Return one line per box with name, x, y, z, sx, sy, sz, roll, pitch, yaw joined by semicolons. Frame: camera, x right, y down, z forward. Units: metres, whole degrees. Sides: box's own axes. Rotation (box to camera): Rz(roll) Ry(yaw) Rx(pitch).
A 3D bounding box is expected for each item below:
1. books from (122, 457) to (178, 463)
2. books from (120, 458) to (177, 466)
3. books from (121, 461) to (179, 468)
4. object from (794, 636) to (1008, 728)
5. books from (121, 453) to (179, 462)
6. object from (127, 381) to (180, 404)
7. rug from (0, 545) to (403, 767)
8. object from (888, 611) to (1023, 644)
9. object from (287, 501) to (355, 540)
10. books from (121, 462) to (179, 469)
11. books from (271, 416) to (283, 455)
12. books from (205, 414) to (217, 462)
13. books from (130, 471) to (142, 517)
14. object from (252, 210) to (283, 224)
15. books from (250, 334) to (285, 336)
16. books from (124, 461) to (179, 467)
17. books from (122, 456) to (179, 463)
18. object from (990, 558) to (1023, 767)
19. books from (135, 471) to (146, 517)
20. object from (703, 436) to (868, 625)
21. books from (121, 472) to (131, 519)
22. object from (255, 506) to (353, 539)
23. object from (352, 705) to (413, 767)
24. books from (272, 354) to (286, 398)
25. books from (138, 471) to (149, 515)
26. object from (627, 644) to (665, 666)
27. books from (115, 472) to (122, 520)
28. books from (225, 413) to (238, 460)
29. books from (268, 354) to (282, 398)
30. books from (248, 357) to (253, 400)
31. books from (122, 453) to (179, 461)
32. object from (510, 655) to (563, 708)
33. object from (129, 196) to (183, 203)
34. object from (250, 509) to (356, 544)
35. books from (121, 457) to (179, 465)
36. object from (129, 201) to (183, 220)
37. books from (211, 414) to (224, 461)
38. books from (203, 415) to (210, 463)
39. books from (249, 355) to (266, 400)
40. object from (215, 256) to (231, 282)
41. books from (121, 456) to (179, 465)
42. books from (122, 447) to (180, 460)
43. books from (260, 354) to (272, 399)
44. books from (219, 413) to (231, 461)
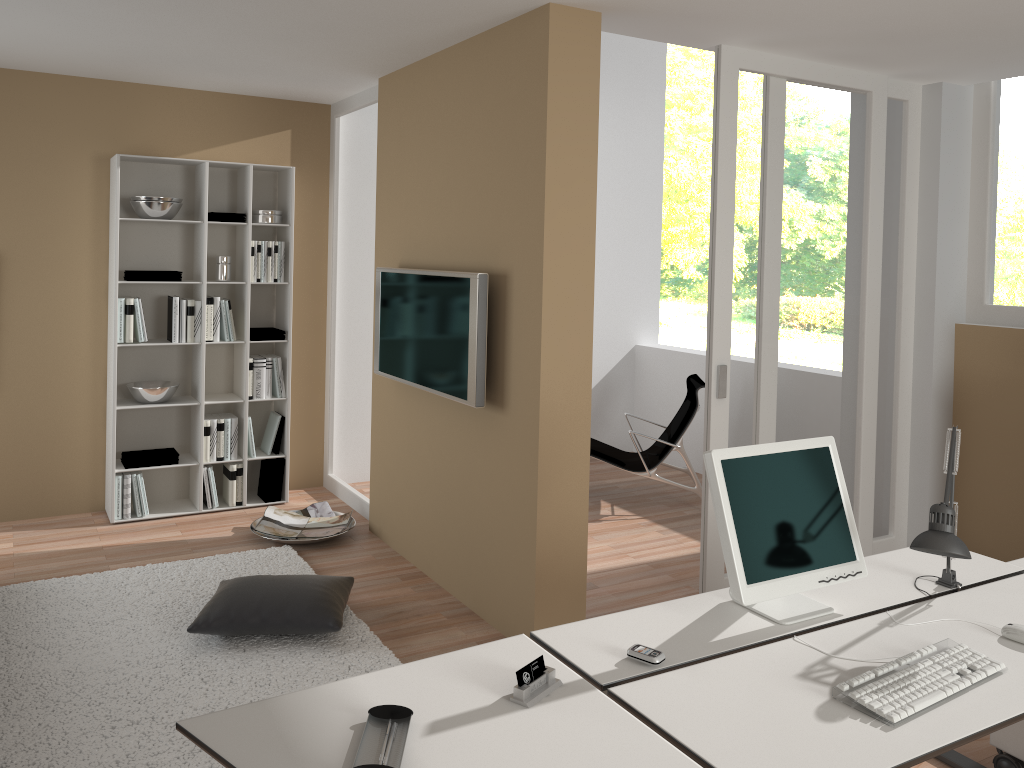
books;-2.191;0.442;5.327;0.297;0.006;0.212;-3;9;-29
books;-2.194;0.459;5.327;0.297;0.006;0.212;-4;10;-32
books;-2.193;0.470;5.329;0.297;0.006;0.212;-3;9;-30
object;0.835;0.651;2.038;0.456;0.079;0.390;-4;10;-35
books;-2.193;0.431;5.331;0.297;0.008;0.212;-3;9;-30
object;-2.179;0.055;5.345;0.300;0.106;0.301;5;8;25
rug;-1.306;1.057;3.521;1.450;0.045;2.042;-3;9;-30
object;1.145;0.629;2.233;0.372;0.079;0.141;8;9;38
object;-1.153;0.804;5.061;0.343;0.096;0.503;-3;9;-30
books;-2.193;0.475;5.327;0.297;0.007;0.212;-3;9;-30
books;-1.538;0.319;5.713;0.043;0.237;0.212;1;4;-30
books;-1.879;0.334;5.486;0.040;0.257;0.209;1;4;-30
books;-2.259;0.642;5.269;0.060;0.259;0.209;1;4;-30
object;-1.569;-1.068;5.641;0.191;0.089;0.193;3;7;12
books;-1.608;-0.328;5.669;0.210;0.006;0.300;-3;9;-29
books;-2.193;0.464;5.328;0.297;0.006;0.212;-3;9;-30
books;-2.193;0.436;5.331;0.297;0.008;0.212;-3;9;-30
object;1.808;0.944;2.599;0.308;0.673;0.626;0;5;-30
books;-2.234;0.644;5.279;0.058;0.257;0.209;1;4;-30
object;0.731;0.379;2.357;0.466;0.429;0.198;-1;4;-30
books;-2.302;0.647;5.242;0.040;0.257;0.209;1;4;-30
object;-1.188;0.797;5.023;0.499;0.096;0.346;1;8;0
object;-0.239;0.662;1.632;0.089;0.030;0.218;1;8;0
books;-1.515;-0.054;5.689;0.060;0.259;0.209;1;4;-30
books;-2.227;0.639;5.301;0.058;0.257;0.209;1;4;-30
object;0.307;0.620;2.012;0.084;0.021;0.047;8;9;39
books;-2.345;0.649;5.224;0.040;0.257;0.209;1;4;-30
books;-1.770;0.328;5.547;0.040;0.257;0.209;1;4;-30
books;-1.538;-0.053;5.676;0.060;0.259;0.209;1;4;-30
books;-1.687;-0.043;5.584;0.040;0.257;0.209;1;4;-30
books;-2.188;0.426;5.328;0.297;0.007;0.212;-3;9;-30
object;0.054;0.624;1.859;0.049;0.055;0.131;4;8;35
object;-2.151;-1.072;5.323;0.300;0.106;0.301;5;8;25
object;-1.187;0.828;5.009;0.587;0.063;0.588;7;10;34
books;-2.191;0.453;5.329;0.297;0.006;0.212;-3;9;-30
object;-2.152;-1.045;5.323;0.300;0.106;0.301;5;8;25
books;-1.842;0.332;5.504;0.040;0.257;0.209;1;4;-30
books;-1.912;0.337;5.459;0.040;0.257;0.209;1;4;-30
books;-1.631;-0.046;5.611;0.076;0.257;0.209;0;4;-30
object;-1.796;-0.718;5.479;0.093;0.161;0.094;1;3;-16
books;-2.191;0.448;5.329;0.297;0.006;0.212;-3;9;-30
books;-2.188;0.421;5.330;0.297;0.006;0.212;-3;9;-30
books;-1.585;-0.051;5.654;0.040;0.257;0.209;1;4;-30
books;-1.807;0.330;5.526;0.040;0.257;0.209;1;4;-30
